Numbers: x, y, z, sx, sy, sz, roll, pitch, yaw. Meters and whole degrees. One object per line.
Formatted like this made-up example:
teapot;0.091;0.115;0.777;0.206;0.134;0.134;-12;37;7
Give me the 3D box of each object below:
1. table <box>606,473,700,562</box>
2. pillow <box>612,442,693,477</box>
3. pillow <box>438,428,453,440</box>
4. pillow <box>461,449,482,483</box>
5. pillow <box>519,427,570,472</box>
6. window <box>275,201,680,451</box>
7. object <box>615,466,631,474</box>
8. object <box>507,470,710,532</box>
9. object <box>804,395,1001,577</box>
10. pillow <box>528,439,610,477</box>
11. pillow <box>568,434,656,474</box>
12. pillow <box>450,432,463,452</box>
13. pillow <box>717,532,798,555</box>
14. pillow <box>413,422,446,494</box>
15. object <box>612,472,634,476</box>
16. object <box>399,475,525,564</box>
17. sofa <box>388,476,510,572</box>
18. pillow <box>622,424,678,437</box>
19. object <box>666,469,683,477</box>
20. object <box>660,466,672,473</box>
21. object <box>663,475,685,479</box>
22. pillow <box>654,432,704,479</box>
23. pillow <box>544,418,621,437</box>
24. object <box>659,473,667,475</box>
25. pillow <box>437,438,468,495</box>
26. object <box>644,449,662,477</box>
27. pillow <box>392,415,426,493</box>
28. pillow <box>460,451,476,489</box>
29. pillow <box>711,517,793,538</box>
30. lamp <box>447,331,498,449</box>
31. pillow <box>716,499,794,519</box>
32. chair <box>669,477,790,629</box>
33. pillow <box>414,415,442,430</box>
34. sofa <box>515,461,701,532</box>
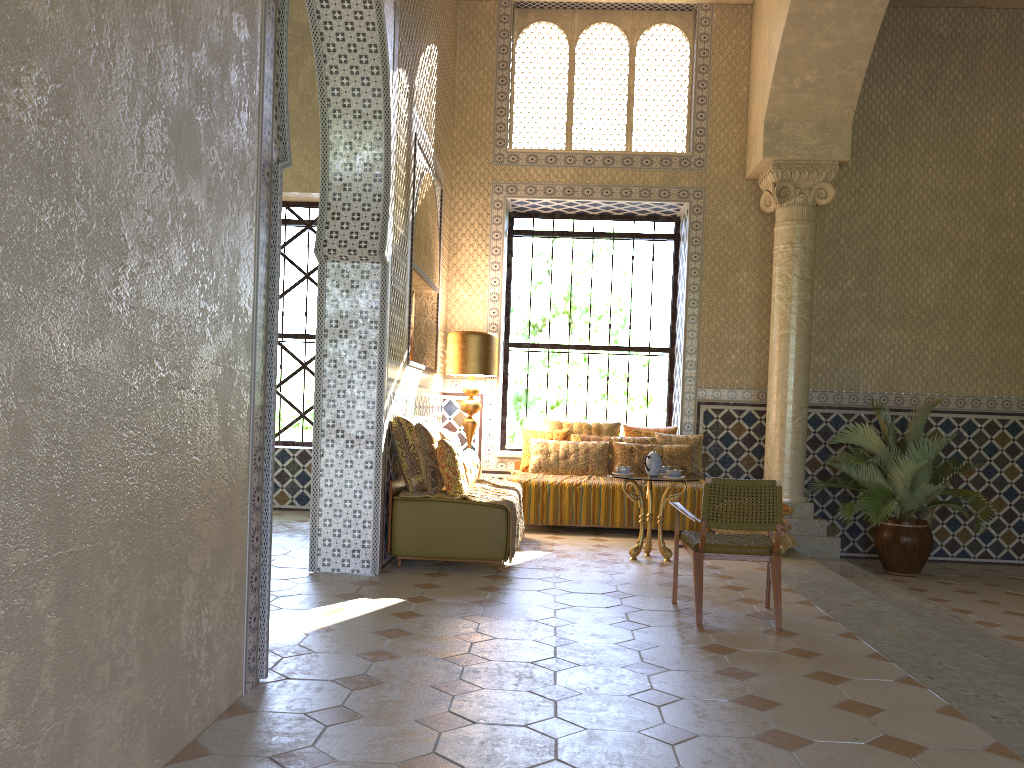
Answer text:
table;1.647;1.583;10.479;1.099;0.982;1.101;2;0;32
pillow;2.061;1.145;12.995;1.191;0.547;0.329;2;1;3
pillow;-0.775;0.876;10.457;0.340;0.694;0.741;2;0;3
pillow;-0.534;1.068;11.300;0.271;0.451;0.982;2;-1;3
pillow;0.491;1.011;13.304;0.741;0.694;0.340;2;1;3
window;-1.552;-0.902;14.437;8.483;3.996;0.573;2;1;-1
object;1.312;1.027;10.482;0.184;0.100;0.183;2;-1;-16
object;1.358;1.680;12.951;2.885;0.719;1.314;2;-1;3
object;5.553;1.394;12.227;2.642;2.505;2.162;2;0;-11
pillow;0.838;1.102;13.051;1.191;0.547;0.329;2;1;3
pillow;1.496;1.076;13.238;1.341;0.616;0.370;2;1;3
pillow;-0.739;0.932;11.260;0.313;0.638;0.681;2;0;3
pillow;3.165;2.057;11.618;0.990;0.368;1.043;1;-2;28
pillow;-0.885;0.815;9.717;0.383;0.781;0.834;2;0;3
object;1.310;1.065;10.484;0.256;0.032;0.255;3;-2;-19
object;-0.521;1.536;10.546;1.314;0.718;2.886;2;-2;3
sofa;-0.582;1.543;10.562;1.273;0.938;2.850;2;-1;3
pillow;2.100;1.029;13.506;0.855;0.801;0.393;2;1;3
object;1.864;1.038;10.175;0.183;0.100;0.183;2;-1;-1
object;1.845;1.057;10.811;0.183;0.100;0.183;2;-1;-8
object;1.862;1.076;10.176;0.256;0.032;0.256;2;-2;-1
pillow;2.495;1.082;13.212;0.741;0.694;0.340;2;1;3
pillow;1.064;0.961;13.495;1.192;0.833;0.422;2;1;3
object;1.843;1.095;10.812;0.256;0.032;0.255;3;-2;-19
pillow;-0.635;0.914;9.564;0.345;0.652;0.684;2;0;2
object;1.677;0.933;10.502;0.273;0.324;0.199;2;1;-8
pillow;-1.074;0.773;9.949;0.422;0.833;1.192;2;-1;3
pillow;-0.578;1.038;10.365;0.271;0.451;0.982;2;-1;3
pillow;3.153;1.854;11.604;0.931;0.348;0.881;2;-1;23
lamp;-0.618;0.659;12.982;0.737;2.817;0.735;1;1;-28
pillow;3.176;1.646;11.590;0.803;0.311;0.748;1;-2;37
chair;1.881;1.389;7.642;0.950;1.211;0.906;2;0;3
pillow;-1.018;0.812;11.143;0.422;0.833;1.192;2;-1;3
sofa;1.400;1.692;13.012;2.849;0.938;1.273;2;-1;3
